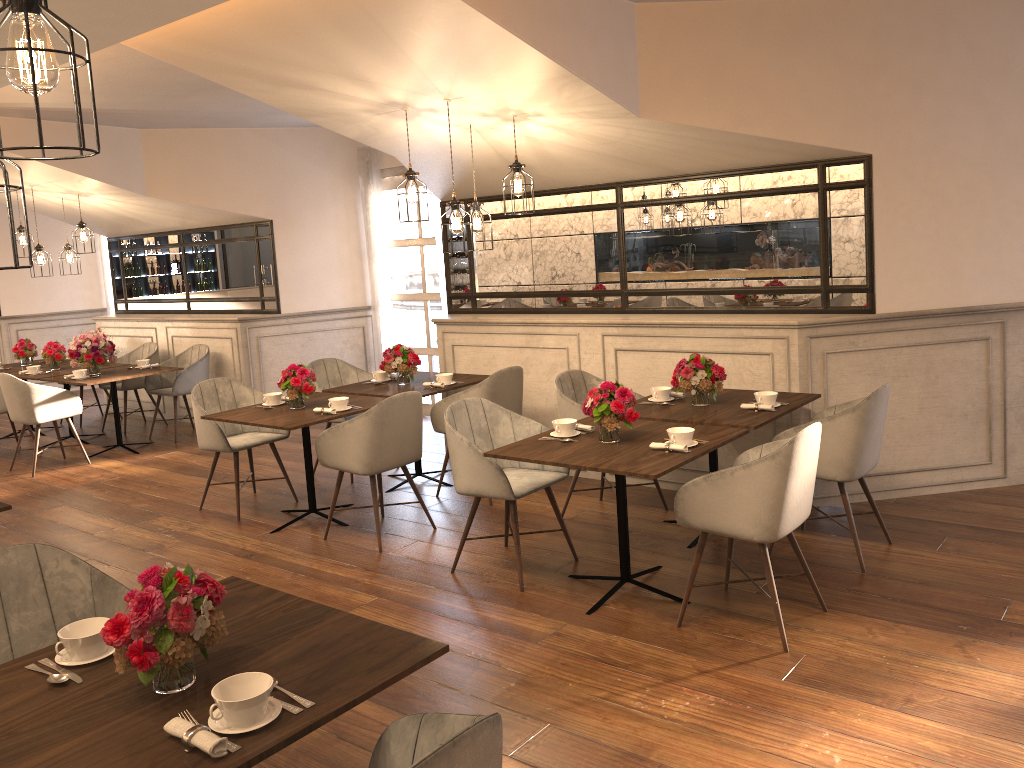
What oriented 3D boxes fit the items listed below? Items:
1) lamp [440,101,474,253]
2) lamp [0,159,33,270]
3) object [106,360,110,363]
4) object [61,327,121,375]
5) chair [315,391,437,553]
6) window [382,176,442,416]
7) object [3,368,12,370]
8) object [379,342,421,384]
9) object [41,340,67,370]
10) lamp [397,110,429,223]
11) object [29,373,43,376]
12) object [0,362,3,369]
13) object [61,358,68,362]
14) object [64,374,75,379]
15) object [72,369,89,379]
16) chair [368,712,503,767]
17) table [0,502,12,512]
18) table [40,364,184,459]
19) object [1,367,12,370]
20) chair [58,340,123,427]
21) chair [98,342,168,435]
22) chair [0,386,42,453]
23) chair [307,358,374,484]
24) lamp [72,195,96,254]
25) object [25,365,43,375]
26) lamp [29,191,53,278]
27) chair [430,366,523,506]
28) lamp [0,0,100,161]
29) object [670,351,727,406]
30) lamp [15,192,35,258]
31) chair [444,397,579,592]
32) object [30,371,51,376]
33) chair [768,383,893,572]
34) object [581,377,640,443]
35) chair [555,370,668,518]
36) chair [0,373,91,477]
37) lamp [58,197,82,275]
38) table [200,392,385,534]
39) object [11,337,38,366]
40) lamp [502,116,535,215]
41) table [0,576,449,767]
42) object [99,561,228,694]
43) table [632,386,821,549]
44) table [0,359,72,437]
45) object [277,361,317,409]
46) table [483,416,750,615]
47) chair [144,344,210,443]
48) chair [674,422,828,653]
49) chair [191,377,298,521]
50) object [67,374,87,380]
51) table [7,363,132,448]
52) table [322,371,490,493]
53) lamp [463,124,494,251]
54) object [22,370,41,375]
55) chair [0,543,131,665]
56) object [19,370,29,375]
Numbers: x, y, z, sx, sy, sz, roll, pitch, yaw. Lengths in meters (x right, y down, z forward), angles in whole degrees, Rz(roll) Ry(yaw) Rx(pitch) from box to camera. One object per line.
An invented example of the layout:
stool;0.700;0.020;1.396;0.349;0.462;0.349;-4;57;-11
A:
lamp;-0.370;-1.764;4.889;0.175;2.058;0.176;1;8;40
lamp;-1.133;-1.248;1.673;0.175;2.058;0.176;1;8;40
object;-4.112;-0.211;8.853;0.056;0.039;0.176;3;11;39
object;-3.819;-0.298;8.053;0.405;0.423;0.422;0;8;27
chair;-0.788;0.465;5.196;0.526;0.867;0.568;2;9;39
window;0.248;-0.841;8.150;14.527;2.376;0.497;3;9;35
object;-5.172;-0.143;8.966;0.022;0.004;0.212;3;12;38
object;-0.787;-0.153;6.302;0.305;0.299;0.236;-2;7;14
object;-4.490;-0.289;8.658;0.235;0.299;0.306;-8;9;-31
lamp;-0.638;-1.971;5.075;0.175;2.058;0.176;1;8;40
object;-4.474;-0.098;8.405;0.022;0.004;0.212;3;12;38
object;-5.251;-0.176;8.991;0.148;0.072;0.149;-5;9;-8
object;-4.810;-0.256;9.415;0.056;0.039;0.176;3;11;39
object;-3.915;-0.074;7.919;0.056;0.039;0.176;3;11;39
object;-3.827;-0.086;7.846;0.148;0.072;0.149;-5;9;-8
chair;-0.283;1.001;1.642;0.526;0.867;0.568;2;9;39
table;-2.688;0.912;3.656;0.897;0.716;0.902;3;10;39
table;-3.625;0.258;8.114;0.897;0.716;0.902;3;10;39
object;-5.149;-0.145;8.938;0.043;0.015;0.198;2;11;35
chair;-4.668;-0.017;9.778;0.565;0.867;0.529;2;9;39
chair;-3.936;0.030;9.190;0.565;0.867;0.529;2;9;39
chair;-4.750;0.249;8.152;0.565;0.867;0.529;2;9;39
chair;-1.244;0.246;6.745;0.526;0.867;0.568;2;9;39
lamp;-4.114;-2.259;8.286;0.175;2.058;0.176;1;8;40
object;-4.553;-0.132;8.430;0.148;0.072;0.149;-5;9;-8
lamp;-4.462;-2.024;8.181;0.175;2.058;0.176;1;8;40
chair;-0.190;0.307;5.937;0.526;0.867;0.568;2;9;39
lamp;-0.889;-1.423;1.447;0.175;2.058;0.176;1;8;40
object;1.022;-0.037;4.847;0.305;0.299;0.236;-2;7;14
lamp;-4.730;-2.232;8.367;0.175;2.058;0.176;1;8;40
chair;-0.032;0.519;4.547;0.526;0.867;0.568;2;9;39
object;-4.451;-0.101;8.377;0.043;0.015;0.198;2;11;35
chair;1.621;0.422;4.480;0.526;0.867;0.568;2;9;39
object;0.446;0.119;4.114;0.235;0.299;0.306;-8;9;-31
chair;0.566;0.362;5.288;0.526;0.867;0.568;2;9;39
chair;-4.019;0.296;7.564;0.565;0.867;0.529;2;9;39
lamp;-4.358;-2.084;8.511;0.175;2.058;0.176;1;8;40
table;-1.291;0.506;5.621;0.897;0.716;0.902;3;10;39
object;-5.082;-0.344;9.225;0.234;0.299;0.307;-4;8;-3
lamp;-0.022;-1.998;4.994;0.175;2.058;0.176;1;8;40
table;-0.756;1.035;2.103;0.897;0.716;0.902;3;10;39
object;-0.782;0.537;1.999;0.234;0.299;0.307;-2;8;17
table;1.118;0.463;4.905;0.897;0.716;0.902;3;10;39
table;-5.089;0.165;9.292;0.897;0.716;0.902;3;10;39
object;-1.362;0.003;5.569;0.235;0.299;0.306;-8;9;-31
table;0.520;0.621;4.164;0.897;0.716;0.902;3;10;39
chair;-3.205;0.077;8.601;0.565;0.867;0.529;2;9;39
chair;1.023;0.580;3.739;0.526;0.867;0.568;2;9;39
chair;-1.842;0.404;6.004;0.526;0.867;0.568;2;9;39
object;-3.881;-0.067;7.905;0.025;0.024;0.194;2;11;39
table;-4.357;0.212;8.703;0.897;0.716;0.902;3;10;39
table;-0.692;0.348;6.361;0.897;0.716;0.902;3;10;39
lamp;-0.266;-1.823;5.220;0.175;2.058;0.176;1;8;40
object;-4.608;-0.114;8.489;0.025;0.024;0.194;2;11;39
chair;-1.308;0.933;2.486;0.526;0.867;0.568;2;9;39
object;-4.641;-0.121;8.503;0.056;0.039;0.176;3;11;39
